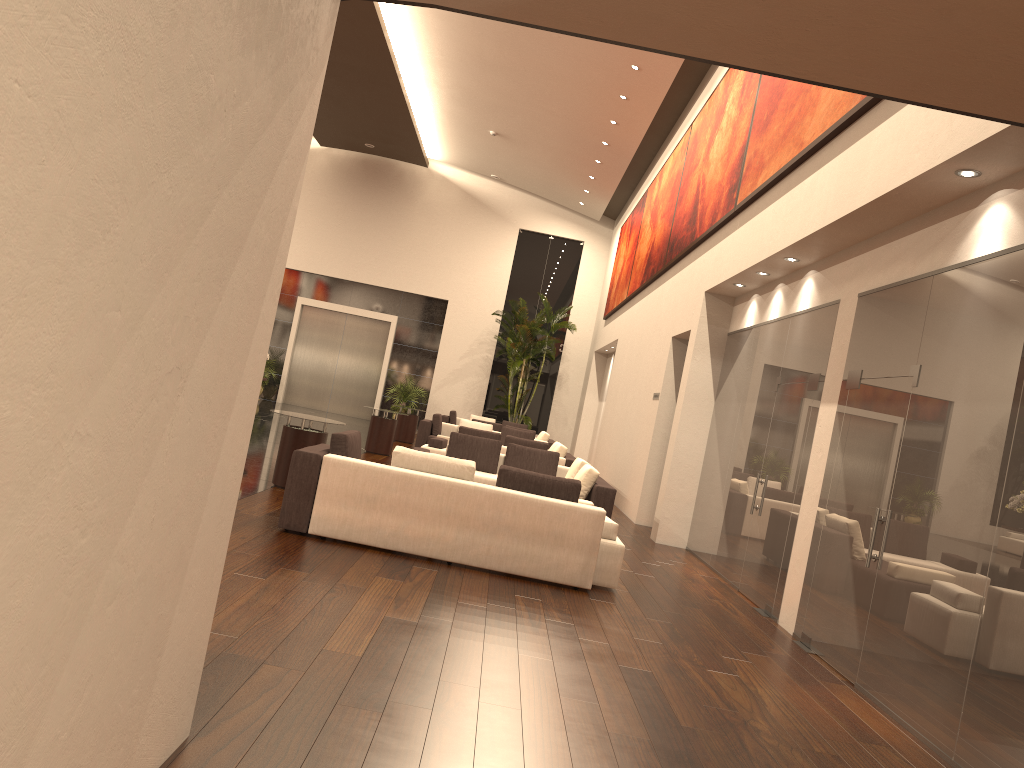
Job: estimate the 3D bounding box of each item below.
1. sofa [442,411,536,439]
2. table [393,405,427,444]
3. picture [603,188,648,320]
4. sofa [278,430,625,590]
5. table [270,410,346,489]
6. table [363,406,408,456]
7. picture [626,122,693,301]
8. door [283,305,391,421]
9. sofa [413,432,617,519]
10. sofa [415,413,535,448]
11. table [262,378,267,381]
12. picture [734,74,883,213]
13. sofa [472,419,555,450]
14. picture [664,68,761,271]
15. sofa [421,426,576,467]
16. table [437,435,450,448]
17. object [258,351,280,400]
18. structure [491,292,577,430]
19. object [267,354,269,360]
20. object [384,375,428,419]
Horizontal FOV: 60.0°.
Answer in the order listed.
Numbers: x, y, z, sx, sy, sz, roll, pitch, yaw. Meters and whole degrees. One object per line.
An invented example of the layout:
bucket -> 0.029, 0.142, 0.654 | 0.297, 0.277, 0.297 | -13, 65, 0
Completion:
sofa -> -0.578, 1.359, 24.041 | 2.846, 0.862, 1.291 | 11, -1, 0
table -> -2.429, 0.947, 20.420 | 0.833, 0.795, 0.844 | 12, -1, -39
picture -> 2.734, -2.998, 21.505 | 0.070, 2.526, 4.515 | 11, -1, 0
sofa -> -0.434, 1.054, 7.793 | 2.846, 0.862, 1.291 | 11, -1, 0
table -> -2.307, 0.752, 9.708 | 0.833, 0.795, 0.844 | 10, -1, 39
table -> -2.364, 0.871, 16.099 | 0.833, 0.795, 0.844 | 12, -1, -39
picture -> 2.774, -3.083, 16.985 | 0.070, 2.526, 4.515 | 11, -1, 0
door -> -5.294, -0.642, 26.904 | 2.767, 3.048, 0.040 | 11, -1, 0
sofa -> -0.156, 1.164, 10.404 | 2.586, 0.862, 3.366 | 11, -1, 0
sofa -> -0.528, 1.253, 18.369 | 2.846, 0.862, 1.291 | 11, -1, 0
table -> -5.411, 0.206, 16.486 | 1.498, 0.921, 1.498 | 12, -1, -9
picture -> 2.863, -3.271, 6.957 | 0.070, 2.526, 6.485 | 11, -1, 0
sofa -> -0.270, 1.367, 21.425 | 2.586, 0.862, 3.366 | 11, -1, 0
picture -> 2.814, -3.167, 12.468 | 0.070, 2.526, 4.515 | 11, -1, 0
sofa -> -0.220, 1.261, 15.753 | 2.586, 0.862, 3.366 | 11, -1, 0
table -> -1.330, 1.285, 17.704 | 0.400, 0.460, 0.400 | 11, -1, 0
object -> -7.431, -0.388, 26.062 | 1.297, 1.682, 1.373 | 11, -1, 33
structure -> 0.386, -0.327, 25.570 | 2.436, 4.611, 2.531 | 12, -1, -29
object -> -5.188, -0.778, 16.504 | 1.453, 1.097, 1.402 | 12, -2, -44
object -> -3.182, 0.462, 26.031 | 1.297, 1.682, 1.373 | 10, -1, 38
